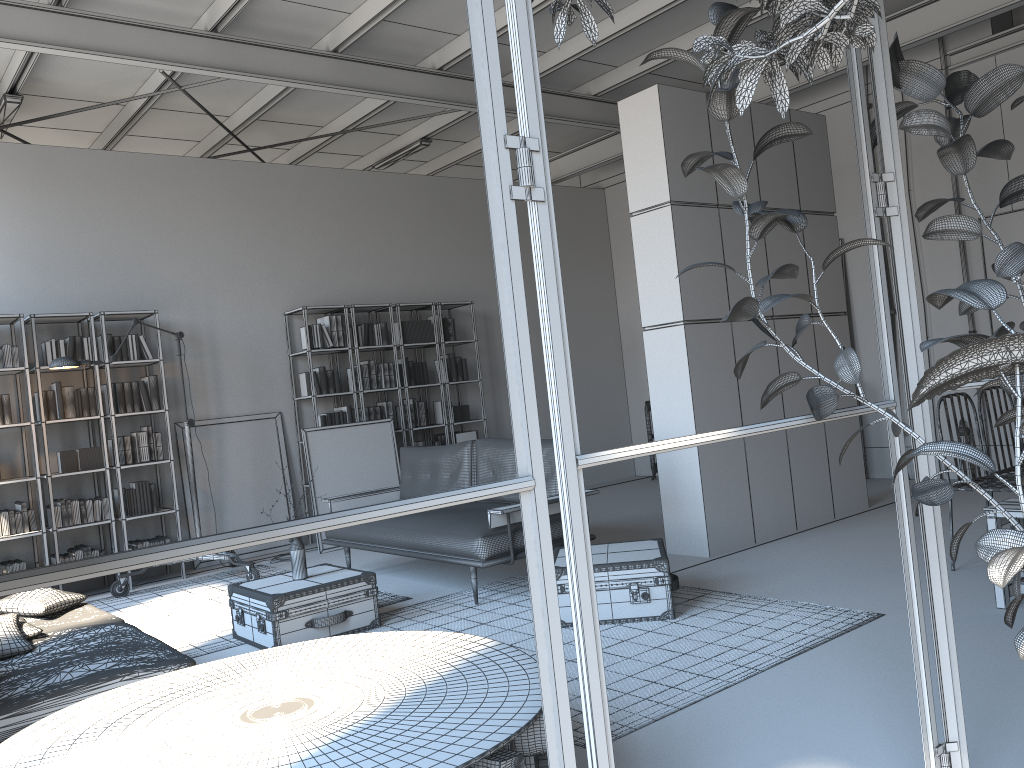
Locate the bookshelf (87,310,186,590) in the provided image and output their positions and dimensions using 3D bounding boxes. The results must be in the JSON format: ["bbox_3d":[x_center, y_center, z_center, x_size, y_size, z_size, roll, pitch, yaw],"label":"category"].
[{"bbox_3d":[-3.171,0.544,7.485,0.455,2.276,0.455,-6,-1,-38],"label":"bookshelf"}]

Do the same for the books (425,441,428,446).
[{"bbox_3d":[-0.916,0.724,9.139,0.027,0.278,0.202,-6,-1,-38],"label":"books"}]

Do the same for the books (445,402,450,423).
[{"bbox_3d":[-0.722,0.306,9.433,0.053,0.229,0.162,-6,-1,-31],"label":"books"}]

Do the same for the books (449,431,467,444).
[{"bbox_3d":[-0.536,0.671,9.400,0.272,0.326,0.027,-6,-1,-38],"label":"books"}]

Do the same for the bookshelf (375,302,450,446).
[{"bbox_3d":[-0.996,0.321,9.210,0.455,2.276,0.455,-6,-1,-38],"label":"bookshelf"}]

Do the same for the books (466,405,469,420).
[{"bbox_3d":[-0.515,0.316,9.541,0.012,0.177,0.134,-6,-1,-38],"label":"books"}]

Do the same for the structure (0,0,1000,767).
[{"bbox_3d":[1.012,-0.517,0.775,2.994,3.454,2.452,-6,-1,-38],"label":"structure"}]

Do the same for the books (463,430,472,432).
[{"bbox_3d":[-0.543,0.672,9.442,0.333,0.322,0.037,-6,-1,-38],"label":"books"}]

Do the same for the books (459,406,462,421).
[{"bbox_3d":[-0.588,0.323,9.483,0.012,0.177,0.134,-6,-1,-38],"label":"books"}]

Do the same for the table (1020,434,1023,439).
[{"bbox_3d":[3.689,0.527,4.552,1.784,0.819,1.239,-6,-1,-38],"label":"table"}]

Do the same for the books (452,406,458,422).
[{"bbox_3d":[-0.624,0.327,9.455,0.012,0.177,0.134,-6,-1,-38],"label":"books"}]

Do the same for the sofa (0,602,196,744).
[{"bbox_3d":[-2.781,1.250,4.719,1.206,0.734,3.193,-6,-1,-38],"label":"sofa"}]

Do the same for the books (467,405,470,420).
[{"bbox_3d":[-0.506,0.315,9.548,0.012,0.177,0.134,-6,-1,-38],"label":"books"}]

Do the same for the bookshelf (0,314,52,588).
[{"bbox_3d":[-3.957,0.624,6.859,0.455,2.276,0.455,-6,-1,-38],"label":"bookshelf"}]

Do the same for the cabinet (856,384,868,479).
[{"bbox_3d":[3.034,0.505,9.064,0.668,1.026,0.796,-6,-1,-38],"label":"cabinet"}]

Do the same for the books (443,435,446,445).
[{"bbox_3d":[-0.566,0.680,9.472,0.343,0.312,0.040,-6,-1,-38],"label":"books"}]

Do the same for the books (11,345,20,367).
[{"bbox_3d":[-3.912,-0.201,6.946,0.047,0.182,0.270,-6,-1,-38],"label":"books"}]

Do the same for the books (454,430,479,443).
[{"bbox_3d":[-0.465,0.664,9.329,0.303,0.326,0.033,-6,-1,-38],"label":"books"}]

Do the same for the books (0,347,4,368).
[{"bbox_3d":[-4.000,-0.188,6.893,0.040,0.174,0.240,-6,-1,-38],"label":"books"}]

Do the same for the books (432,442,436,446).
[{"bbox_3d":[-0.849,0.733,9.216,0.057,0.244,0.180,-6,-1,-38],"label":"books"}]

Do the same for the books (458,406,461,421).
[{"bbox_3d":[-0.597,0.324,9.476,0.012,0.177,0.134,-6,-1,-38],"label":"books"}]

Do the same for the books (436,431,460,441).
[{"bbox_3d":[-0.673,0.689,9.594,0.303,0.326,0.033,-6,-1,-38],"label":"books"}]

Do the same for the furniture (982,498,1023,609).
[{"bbox_3d":[2.758,0.767,3.799,0.300,0.478,1.260,-6,-1,-38],"label":"furniture"}]

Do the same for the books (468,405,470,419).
[{"bbox_3d":[-0.497,0.314,9.555,0.012,0.177,0.134,-6,-1,-38],"label":"books"}]

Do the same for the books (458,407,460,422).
[{"bbox_3d":[-0.606,0.325,9.469,0.012,0.177,0.134,-6,-1,-38],"label":"books"}]

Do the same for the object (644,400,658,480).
[{"bbox_3d":[1.940,0.675,10.710,0.328,1.007,0.733,-6,-1,-38],"label":"object"}]

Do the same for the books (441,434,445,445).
[{"bbox_3d":[-0.599,0.680,9.507,0.317,0.315,0.056,-6,-1,-38],"label":"books"}]

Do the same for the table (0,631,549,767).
[{"bbox_3d":[-0.705,1.184,2.719,1.708,0.387,1.709,-7,-1,43],"label":"table"}]

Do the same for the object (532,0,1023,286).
[{"bbox_3d":[0.818,-0.880,1.209,2.486,4.154,2.243,-6,0,23],"label":"object"}]

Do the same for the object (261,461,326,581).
[{"bbox_3d":[-1.257,0.788,5.170,0.443,0.709,0.194,-6,0,2],"label":"object"}]

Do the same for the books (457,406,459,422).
[{"bbox_3d":[-0.615,0.326,9.462,0.012,0.177,0.134,-6,-1,-38],"label":"books"}]

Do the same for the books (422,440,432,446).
[{"bbox_3d":[-0.873,0.720,9.172,0.027,0.278,0.202,-6,-1,-38],"label":"books"}]

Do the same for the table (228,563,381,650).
[{"bbox_3d":[-1.203,1.296,5.151,0.667,0.330,0.706,-6,-1,-38],"label":"table"}]

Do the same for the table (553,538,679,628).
[{"bbox_3d":[0.571,1.102,4.941,0.706,0.330,0.667,-6,0,7],"label":"table"}]

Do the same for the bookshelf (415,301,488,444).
[{"bbox_3d":[-0.606,0.281,9.511,0.455,2.276,0.455,-6,-1,-38],"label":"bookshelf"}]

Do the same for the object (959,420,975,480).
[{"bbox_3d":[4.169,0.635,8.122,0.206,0.647,0.173,-6,0,-3],"label":"object"}]

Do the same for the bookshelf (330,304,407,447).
[{"bbox_3d":[-1.393,0.362,8.888,0.455,2.276,0.455,-6,-1,-38],"label":"bookshelf"}]

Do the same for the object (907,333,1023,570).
[{"bbox_3d":[1.372,0.045,1.218,1.270,2.157,0.868,-6,0,-8],"label":"object"}]

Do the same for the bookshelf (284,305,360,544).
[{"bbox_3d":[-1.788,0.403,8.598,0.455,2.276,0.455,-6,-1,-38],"label":"bookshelf"}]

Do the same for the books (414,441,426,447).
[{"bbox_3d":[-0.937,0.726,9.121,0.027,0.278,0.202,-6,-1,-38],"label":"books"}]

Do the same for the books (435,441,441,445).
[{"bbox_3d":[-0.782,0.725,9.243,0.025,0.254,0.184,-6,-1,-38],"label":"books"}]

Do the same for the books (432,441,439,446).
[{"bbox_3d":[-0.800,0.727,9.227,0.025,0.254,0.184,-6,-1,-38],"label":"books"}]

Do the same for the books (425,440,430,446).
[{"bbox_3d":[-0.894,0.722,9.155,0.027,0.278,0.202,-6,-1,-38],"label":"books"}]

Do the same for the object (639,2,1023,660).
[{"bbox_3d":[1.138,0.085,1.830,1.253,2.183,1.309,-6,-1,-27],"label":"object"}]

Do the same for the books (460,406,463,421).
[{"bbox_3d":[-0.578,0.322,9.491,0.012,0.177,0.134,-6,-1,-38],"label":"books"}]

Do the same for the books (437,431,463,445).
[{"bbox_3d":[-0.637,0.686,9.556,0.319,0.318,0.068,-6,-1,-38],"label":"books"}]

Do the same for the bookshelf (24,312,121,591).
[{"bbox_3d":[-3.583,0.586,7.202,0.455,2.276,0.455,-6,-1,-38],"label":"bookshelf"}]

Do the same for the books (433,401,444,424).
[{"bbox_3d":[-0.769,0.303,9.402,0.043,0.245,0.170,-6,-1,-38],"label":"books"}]

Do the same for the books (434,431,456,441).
[{"bbox_3d":[-0.695,0.691,9.620,0.303,0.326,0.033,-6,-1,-38],"label":"books"}]

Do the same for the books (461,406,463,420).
[{"bbox_3d":[-0.569,0.321,9.498,0.012,0.177,0.134,-6,-1,-38],"label":"books"}]

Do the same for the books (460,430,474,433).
[{"bbox_3d":[-0.497,0.669,9.368,0.303,0.327,0.068,-6,-1,-38],"label":"books"}]

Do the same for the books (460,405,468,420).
[{"bbox_3d":[-0.524,0.317,9.534,0.012,0.177,0.134,-6,-1,-38],"label":"books"}]

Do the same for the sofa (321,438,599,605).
[{"bbox_3d":[-0.468,0.895,6.269,0.952,0.948,2.347,-6,-1,-38],"label":"sofa"}]
